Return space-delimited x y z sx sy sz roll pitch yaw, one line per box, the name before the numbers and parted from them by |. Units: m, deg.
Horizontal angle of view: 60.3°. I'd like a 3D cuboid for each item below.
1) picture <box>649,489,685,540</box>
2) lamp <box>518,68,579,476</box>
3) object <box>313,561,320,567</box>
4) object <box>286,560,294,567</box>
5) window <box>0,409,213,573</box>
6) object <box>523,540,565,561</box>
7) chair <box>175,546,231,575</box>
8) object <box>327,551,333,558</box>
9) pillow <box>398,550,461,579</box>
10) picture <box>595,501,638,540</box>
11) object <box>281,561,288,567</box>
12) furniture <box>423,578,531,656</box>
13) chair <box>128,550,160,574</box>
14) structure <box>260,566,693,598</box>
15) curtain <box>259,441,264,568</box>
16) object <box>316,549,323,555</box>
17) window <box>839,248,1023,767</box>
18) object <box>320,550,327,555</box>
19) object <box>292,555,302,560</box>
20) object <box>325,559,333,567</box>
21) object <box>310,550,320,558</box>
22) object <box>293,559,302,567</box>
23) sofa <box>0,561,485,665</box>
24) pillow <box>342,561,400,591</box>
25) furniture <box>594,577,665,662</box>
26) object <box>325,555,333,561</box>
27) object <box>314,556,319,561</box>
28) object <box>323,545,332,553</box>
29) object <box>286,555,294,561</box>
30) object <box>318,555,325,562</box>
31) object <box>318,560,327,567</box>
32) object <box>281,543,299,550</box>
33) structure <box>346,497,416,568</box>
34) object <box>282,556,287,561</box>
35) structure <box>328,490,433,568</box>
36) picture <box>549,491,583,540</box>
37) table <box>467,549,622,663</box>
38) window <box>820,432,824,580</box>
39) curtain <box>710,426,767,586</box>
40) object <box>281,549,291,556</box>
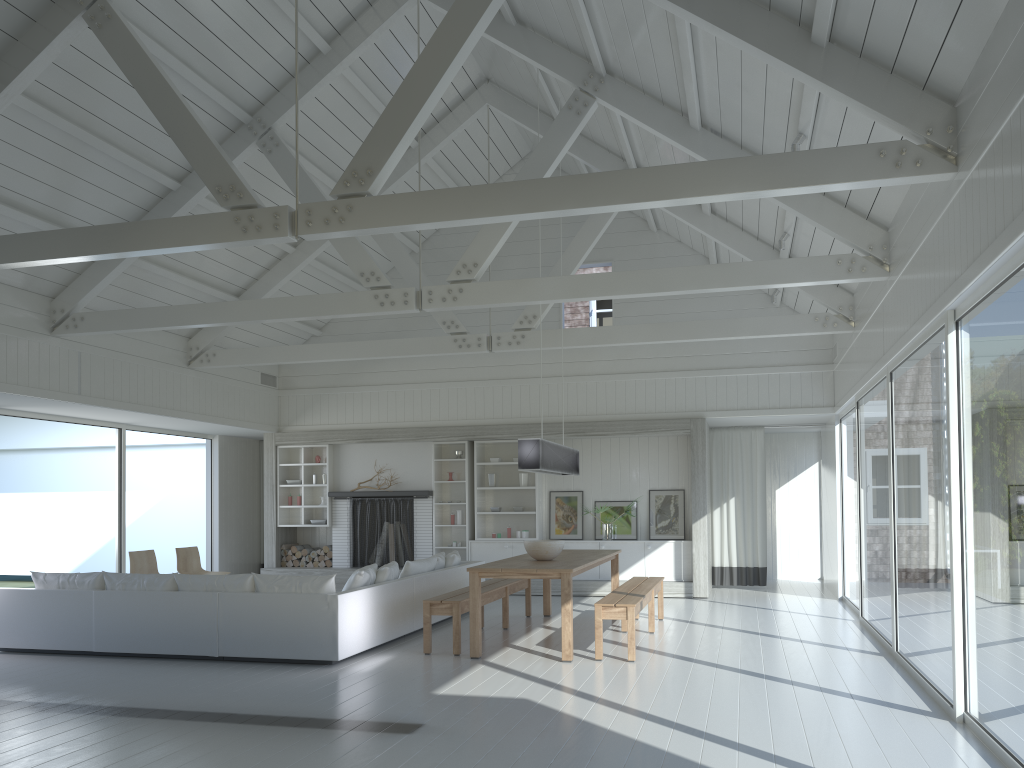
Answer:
picture | 2.165 1.828 12.318 0.495 0.701 0.065 -2 -2 15
lamp | 0.372 -1.232 8.732 0.200 4.229 1.913 -1 -3 15
object | -2.917 2.781 13.645 0.108 0.106 0.518 -2 -7 13
object | -3.341 2.796 13.766 0.134 0.146 0.551 -2 -7 14
window | -5.773 1.460 9.652 0.080 2.409 8.765 -1 -7 15
object | 0.303 1.568 8.304 0.389 0.184 0.392 -1 -7 6
chair | -3.895 2.424 10.981 0.555 0.778 0.598 -2 -4 15
object | -2.701 2.615 13.584 0.109 0.109 0.497 -2 -7 13
pillow | -0.906 2.173 10.002 0.462 0.475 2.070 -1 -7 7
picture | 1.475 1.936 12.509 0.609 0.551 0.054 -2 -2 15
object | -3.442 2.805 13.784 0.108 0.106 0.518 -2 -7 13
furniture | -0.265 2.272 8.872 0.340 0.469 2.696 -2 -7 15
chair | -4.148 2.327 10.241 0.555 0.778 0.598 -2 -4 15
structure | -0.463 2.921 13.320 6.354 0.345 1.893 -3 -8 15
curtain | -3.981 2.119 14.860 0.630 2.363 0.117 -1 -2 14
object | -2.890 2.580 13.621 0.086 0.091 0.482 -2 -7 13
window | 2.896 0.911 6.230 0.080 2.408 10.992 -1 -7 15
object | -2.828 2.588 13.605 0.080 0.079 0.481 -2 -8 13
object | -3.273 2.691 13.726 0.080 0.079 0.481 -2 -8 13
object | -2.720 2.750 13.586 0.110 0.110 0.497 -2 -7 13
object | -2.963 2.624 13.653 0.109 0.109 0.497 -2 -7 13
object | -3.245 2.774 13.725 0.110 0.110 0.497 -2 -7 13
sofa | -2.541 2.234 9.476 3.479 0.735 4.158 -3 -8 15
pillow | -1.367 1.962 8.403 0.466 0.475 1.326 -1 -7 6
furniture | 1.184 2.206 8.491 0.340 0.469 2.696 -2 -7 15
object | -2.748 2.667 13.588 0.080 0.079 0.481 -2 -8 13
object | -2.922 2.687 13.627 0.080 0.079 0.481 -2 -8 13
object | -2.763 2.538 13.602 0.110 0.110 0.497 -2 -7 13
object | -3.361 2.705 13.756 0.109 0.109 0.497 -2 -7 13
object | -2.836 2.681 13.618 0.109 0.109 0.497 -2 -7 13
object | -2.816 2.772 13.627 0.134 0.146 0.551 -2 -7 14
object | -3.464 2.534 13.774 0.080 0.079 0.481 -2 -8 13
structure | -1.958 2.207 13.053 1.098 1.060 0.117 -2 -2 14
object | -3.447 2.711 13.765 0.080 0.079 0.481 -2 -8 13
structure | -1.869 2.275 13.397 1.617 1.282 0.863 -2 -4 15
picture | 0.782 1.891 12.682 0.495 0.701 0.065 -2 -2 15
table | 0.435 2.095 8.697 0.906 0.759 2.966 -2 -7 15
window | 4.972 1.937 13.997 0.038 2.420 0.949 -1 -2 15
curtain | 3.260 1.808 13.100 1.007 2.363 0.117 -1 -2 15
object | -3.444 2.624 13.780 0.109 0.109 0.497 -2 -7 13
